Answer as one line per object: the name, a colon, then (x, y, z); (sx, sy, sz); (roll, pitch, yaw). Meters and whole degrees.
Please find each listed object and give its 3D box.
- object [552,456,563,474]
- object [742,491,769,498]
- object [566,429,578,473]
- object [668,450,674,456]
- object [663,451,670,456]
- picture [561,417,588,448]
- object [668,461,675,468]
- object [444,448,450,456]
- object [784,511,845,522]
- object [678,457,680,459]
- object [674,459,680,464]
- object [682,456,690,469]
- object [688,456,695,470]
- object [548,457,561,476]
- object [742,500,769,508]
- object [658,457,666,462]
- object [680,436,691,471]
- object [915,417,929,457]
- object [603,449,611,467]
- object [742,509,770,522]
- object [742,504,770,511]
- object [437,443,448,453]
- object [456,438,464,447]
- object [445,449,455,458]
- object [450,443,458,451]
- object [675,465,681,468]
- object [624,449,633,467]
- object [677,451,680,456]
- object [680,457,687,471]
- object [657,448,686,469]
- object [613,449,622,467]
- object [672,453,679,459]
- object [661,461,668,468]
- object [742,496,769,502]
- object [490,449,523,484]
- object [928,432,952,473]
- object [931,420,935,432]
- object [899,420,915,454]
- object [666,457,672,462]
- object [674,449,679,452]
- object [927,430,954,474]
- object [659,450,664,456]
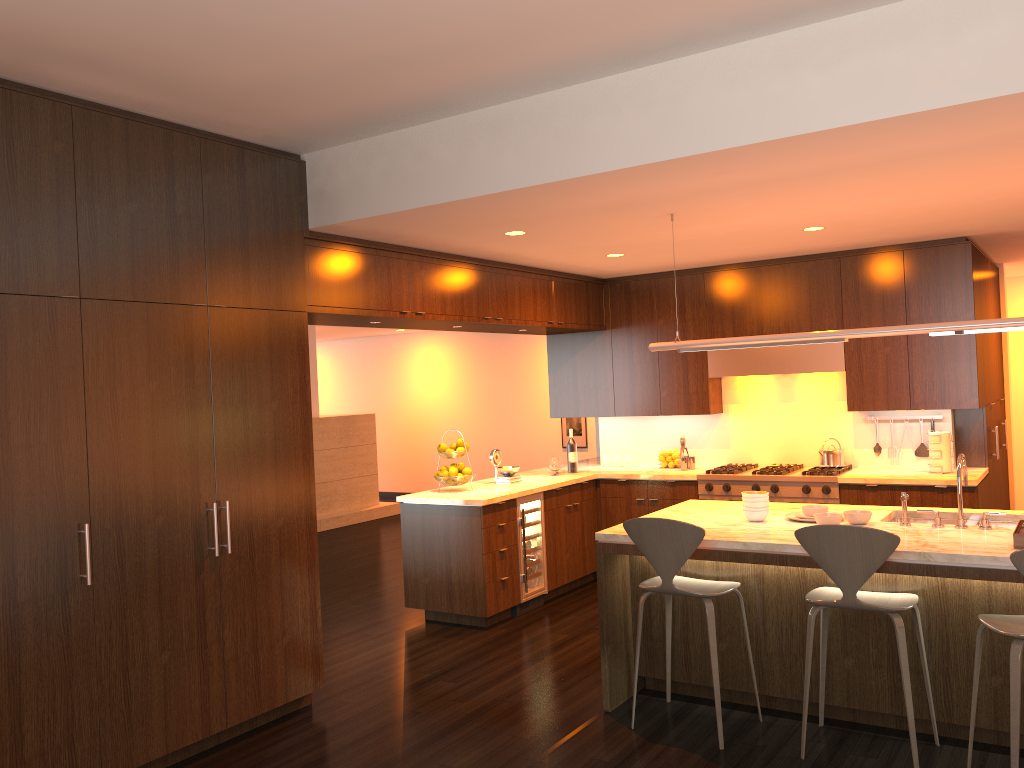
object: (0.385, 0.694, 7.622); (0.112, 0.151, 0.112); (-3, 0, -39)
object: (1.281, 0.601, 4.667); (0.140, 0.062, 0.139); (-3, 0, 42)
object: (0.515, 0.574, 7.616); (0.095, 0.378, 0.094); (-3, 0, -31)
object: (1.370, 0.594, 7.655); (0.051, 0.053, 0.063); (-3, 0, -22)
object: (1.326, 0.599, 7.615); (0.063, 0.051, 0.053); (-3, 0, 24)
picture: (0.848, 0.294, 12.363); (0.398, 1.200, 0.012); (-3, 0, 33)
object: (1.369, 0.693, 7.604); (0.064, 0.063, 0.074); (-3, 0, -3)
object: (-0.484, 0.520, 6.718); (0.070, 0.068, 0.062); (-3, 0, -7)
object: (1.587, 0.696, 4.637); (0.310, 0.021, 0.309); (-3, 0, 33)
object: (1.443, 0.655, 7.630); (0.061, 0.055, 0.051); (-3, 0, -45)
object: (1.411, 0.664, 7.568); (0.052, 0.054, 0.061); (-3, 0, 43)
object: (1.474, 0.665, 7.506); (0.060, 0.106, 0.060); (-3, 0, -25)
object: (1.509, 0.663, 7.439); (0.060, 0.106, 0.060); (-3, 0, -25)
object: (0.360, 0.695, 7.470); (0.112, 0.151, 0.112); (-3, 0, -39)
object: (1.283, 0.644, 4.665); (0.140, 0.062, 0.139); (-3, 0, 33)
object: (1.292, 0.644, 7.636); (0.063, 0.051, 0.053); (-3, 0, 35)
object: (1.422, 0.576, 7.408); (0.101, 0.288, 0.088); (-3, 0, -27)
object: (3.086, 0.401, 6.672); (0.112, 0.303, 0.036); (-3, 0, 33)
object: (0.859, 0.671, 8.040); (0.079, 0.154, 0.079); (-3, 0, 16)
object: (1.285, 0.690, 4.666); (0.140, 0.059, 0.139); (-3, 0, 25)
object: (1.284, 0.666, 4.666); (0.140, 0.068, 0.139); (-3, 0, 16)
object: (-0.524, 0.483, 6.674); (0.077, 0.079, 0.075); (-3, 0, 43)
object: (-0.387, 0.444, 6.670); (0.068, 0.072, 0.071); (-3, 0, -11)
object: (-0.465, 0.520, 6.649); (0.078, 0.072, 0.077); (-3, 0, -1)
object: (-0.440, 0.475, 6.698); (0.061, 0.063, 0.062); (-3, 0, -32)
object: (1.427, 0.692, 7.606); (0.051, 0.053, 0.063); (-3, 0, -16)
object: (1.039, 0.663, 7.917); (0.079, 0.154, 0.079); (-3, 0, 16)
object: (1.438, 0.605, 7.635); (0.051, 0.053, 0.063); (-3, 0, -11)
object: (1.433, 0.667, 7.395); (0.060, 0.106, 0.060); (-3, 0, -25)
object: (1.381, 0.636, 7.659); (0.207, 0.175, 0.189); (-3, 0, 31)
object: (0.948, 0.667, 7.980); (0.079, 0.154, 0.079); (-3, 0, 16)
object: (1.398, 0.619, 7.593); (0.061, 0.052, 0.053); (-3, 0, -11)
object: (1.312, 0.690, 7.626); (0.060, 0.057, 0.052); (-3, 0, -22)
object: (1.282, 0.622, 4.666); (0.140, 0.064, 0.139); (-3, 0, 7)
object: (-0.046, 0.655, 7.090); (0.231, 0.266, 0.191); (-3, 0, 36)
object: (3.087, 0.491, 6.393); (0.144, 0.286, 0.149); (-3, 0, 15)
object: (3.142, 0.413, 6.615); (0.063, 0.281, 0.063); (-3, 0, 11)
object: (2.984, 0.398, 6.718); (0.114, 0.271, 0.008); (-3, 0, 33)
object: (1.349, 0.643, 7.611); (0.052, 0.053, 0.062); (-3, 0, 38)
object: (1.430, 0.592, 7.702); (0.050, 0.060, 0.059); (-3, 0, -24)
object: (3.085, 0.489, 6.403); (0.168, 0.304, 0.160); (-3, 0, -13)
object: (1.303, 0.604, 7.662); (0.052, 0.060, 0.057); (-3, 0, -36)
